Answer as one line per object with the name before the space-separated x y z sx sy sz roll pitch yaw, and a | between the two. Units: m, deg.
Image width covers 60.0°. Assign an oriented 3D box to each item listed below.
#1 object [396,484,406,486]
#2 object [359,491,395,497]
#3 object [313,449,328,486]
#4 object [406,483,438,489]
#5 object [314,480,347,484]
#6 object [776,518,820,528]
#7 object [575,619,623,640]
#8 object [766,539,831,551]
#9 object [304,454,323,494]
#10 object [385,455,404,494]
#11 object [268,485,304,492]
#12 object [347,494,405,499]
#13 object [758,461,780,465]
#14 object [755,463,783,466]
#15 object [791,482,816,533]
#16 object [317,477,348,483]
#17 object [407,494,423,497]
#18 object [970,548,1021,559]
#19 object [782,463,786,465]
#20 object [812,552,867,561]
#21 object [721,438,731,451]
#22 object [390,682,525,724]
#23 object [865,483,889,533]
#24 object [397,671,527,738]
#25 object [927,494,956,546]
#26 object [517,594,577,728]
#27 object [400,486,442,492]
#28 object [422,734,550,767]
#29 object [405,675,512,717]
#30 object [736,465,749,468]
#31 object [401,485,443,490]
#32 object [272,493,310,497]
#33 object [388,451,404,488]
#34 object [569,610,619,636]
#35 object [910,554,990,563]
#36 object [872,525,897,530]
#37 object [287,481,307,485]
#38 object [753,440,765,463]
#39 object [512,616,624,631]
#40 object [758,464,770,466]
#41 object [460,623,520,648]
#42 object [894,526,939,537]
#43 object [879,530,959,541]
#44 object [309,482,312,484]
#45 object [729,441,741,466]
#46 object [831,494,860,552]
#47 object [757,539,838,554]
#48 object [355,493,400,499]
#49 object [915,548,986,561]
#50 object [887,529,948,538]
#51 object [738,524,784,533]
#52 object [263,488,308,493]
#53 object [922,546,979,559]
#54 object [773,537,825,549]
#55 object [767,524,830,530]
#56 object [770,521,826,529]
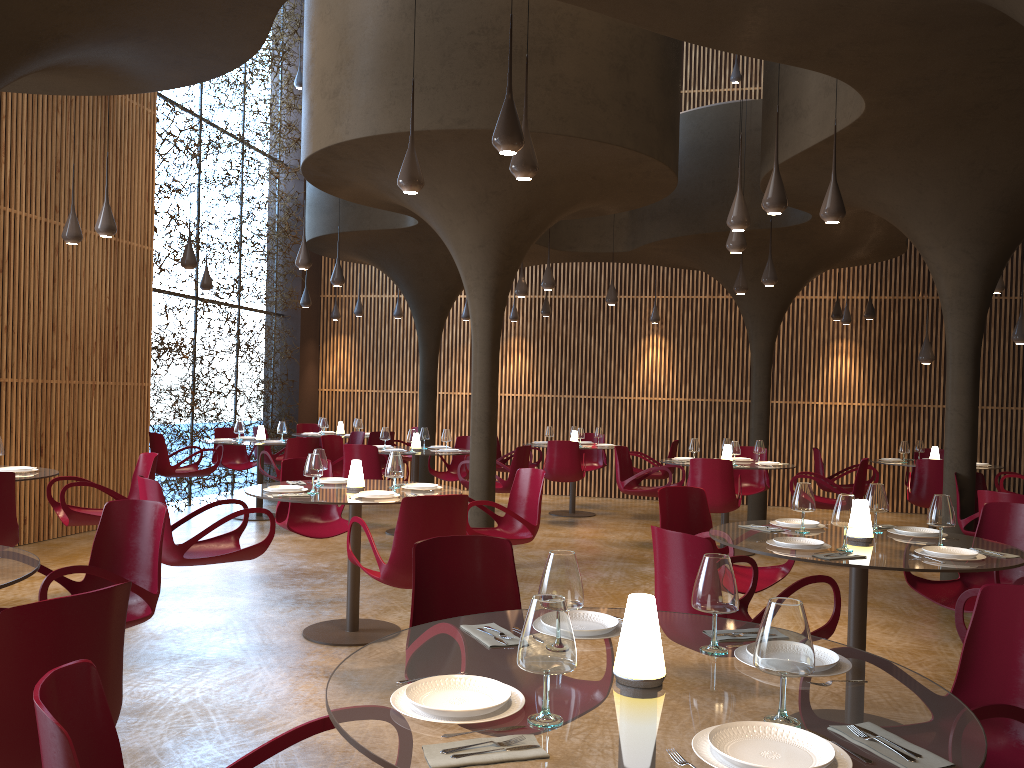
object | -0.855 0.842 7.401 0.262 0.017 0.126 2 -1 -29
object | -0.987 0.809 6.497 0.263 0.029 0.263 2 -1 -22
object | -1.567 0.676 7.191 0.142 0.295 0.142 1 1 -36
object | -0.724 0.825 7.128 0.263 0.029 0.263 2 -1 -32
object | -1.494 0.818 7.413 0.331 0.014 0.332 1 -1 28
object | 1.781 0.871 5.531 0.263 0.029 0.263 2 -1 -41
object | 0.221 0.802 2.929 0.331 0.014 0.332 1 -1 31
object | 1.534 0.863 4.749 0.332 0.014 0.332 1 -1 10
object | -1.485 0.670 6.628 0.142 0.295 0.142 2 0 8
object | -0.892 0.688 6.710 0.142 0.295 0.142 1 1 -32
object | -1.710 0.793 6.701 0.263 0.029 0.263 2 -1 -15
object | -0.991 0.820 6.495 0.411 0.012 0.204 2 -1 -24
object | 3.183 0.985 10.989 0.263 0.029 0.263 1 -1 20
object | 3.183 0.994 10.989 0.332 0.014 0.331 2 -1 -44
object | 1.741 0.740 5.301 0.142 0.295 0.142 1 0 -22
object | -1.494 0.808 7.413 0.263 0.029 0.263 2 -1 -17
object | -0.696 0.835 6.580 0.126 0.017 0.262 2 -1 -19
object | 2.532 0.897 4.691 0.126 0.017 0.262 2 -1 -28
object | 3.362 1.010 11.233 0.262 0.017 0.126 1 -1 33
object | 1.650 0.870 4.469 0.262 0.017 0.126 2 -1 -26
object | 2.795 0.855 11.550 0.142 0.295 0.142 2 1 45
object | -0.133 0.783 2.188 0.332 0.014 0.332 2 -1 -5
object | 2.209 0.753 5.380 0.142 0.295 0.142 2 1 44
object | -0.135 0.784 2.193 0.204 0.012 0.410 2 -1 -22
object | 2.319 0.748 4.791 0.142 0.295 0.142 2 1 39
object | 0.083 0.650 2.090 0.142 0.295 0.142 2 1 26
object | -0.721 0.836 7.125 0.204 0.012 0.410 2 -1 -33
object | -0.058 0.788 1.896 0.262 0.017 0.126 2 -1 -18
object | -0.133 0.773 2.188 0.263 0.029 0.263 1 -1 40
object | 2.745 0.984 10.551 0.126 0.017 0.262 1 -1 27
object | -0.724 0.835 7.128 0.331 0.014 0.332 1 -1 36
object | -1.601 0.809 6.419 0.262 0.017 0.126 2 -1 -25
object | -0.947 0.693 7.181 0.142 0.295 0.142 2 1 26
object | 0.221 0.793 2.929 0.263 0.029 0.263 2 -1 -17
object | 2.252 0.881 4.565 0.411 0.012 0.204 2 -1 -32
object | 2.326 0.904 5.587 0.262 0.017 0.126 2 -1 -22
object | -1.779 0.816 7.311 0.126 0.017 0.262 2 -1 -23
object | 3.127 0.859 11.213 0.142 0.295 0.142 1 0 -13
object | 0.224 0.804 2.932 0.411 0.012 0.204 2 -1 -28
object | 3.181 0.996 10.985 0.204 0.012 0.411 1 -1 29
object | -0.063 0.801 2.825 0.126 0.017 0.262 2 -1 -24
object | 2.424 0.885 5.301 0.263 0.029 0.263 1 -1 10
object | 2.426 0.896 5.297 0.204 0.012 0.410 2 -1 -26
object | -1.490 0.819 7.415 0.411 0.012 0.204 2 -1 -27
object | 2.709 0.842 10.784 0.142 0.295 0.142 2 0 4
object | 1.762 0.732 4.681 0.142 0.295 0.142 2 0 7
object | 1.532 0.865 4.752 0.204 0.012 0.410 2 -1 -30
object | -0.987 0.819 6.497 0.331 0.014 0.332 1 -1 32
object | 2.256 0.880 4.568 0.331 0.014 0.332 1 -1 37
object | 2.424 0.895 5.301 0.332 0.014 0.332 1 -1 17
object | 1.514 0.879 5.388 0.126 0.017 0.262 2 -1 -32
object | -1.710 0.802 6.701 0.332 0.014 0.331 2 -1 -25
object | 2.256 0.871 4.568 0.263 0.029 0.263 1 -1 34
object | 1.535 0.854 4.748 0.263 0.029 0.263 2 -1 -42
object | 1.784 0.882 5.535 0.411 0.012 0.204 2 -1 -36
object | 1.781 0.881 5.532 0.332 0.014 0.332 1 -1 20
